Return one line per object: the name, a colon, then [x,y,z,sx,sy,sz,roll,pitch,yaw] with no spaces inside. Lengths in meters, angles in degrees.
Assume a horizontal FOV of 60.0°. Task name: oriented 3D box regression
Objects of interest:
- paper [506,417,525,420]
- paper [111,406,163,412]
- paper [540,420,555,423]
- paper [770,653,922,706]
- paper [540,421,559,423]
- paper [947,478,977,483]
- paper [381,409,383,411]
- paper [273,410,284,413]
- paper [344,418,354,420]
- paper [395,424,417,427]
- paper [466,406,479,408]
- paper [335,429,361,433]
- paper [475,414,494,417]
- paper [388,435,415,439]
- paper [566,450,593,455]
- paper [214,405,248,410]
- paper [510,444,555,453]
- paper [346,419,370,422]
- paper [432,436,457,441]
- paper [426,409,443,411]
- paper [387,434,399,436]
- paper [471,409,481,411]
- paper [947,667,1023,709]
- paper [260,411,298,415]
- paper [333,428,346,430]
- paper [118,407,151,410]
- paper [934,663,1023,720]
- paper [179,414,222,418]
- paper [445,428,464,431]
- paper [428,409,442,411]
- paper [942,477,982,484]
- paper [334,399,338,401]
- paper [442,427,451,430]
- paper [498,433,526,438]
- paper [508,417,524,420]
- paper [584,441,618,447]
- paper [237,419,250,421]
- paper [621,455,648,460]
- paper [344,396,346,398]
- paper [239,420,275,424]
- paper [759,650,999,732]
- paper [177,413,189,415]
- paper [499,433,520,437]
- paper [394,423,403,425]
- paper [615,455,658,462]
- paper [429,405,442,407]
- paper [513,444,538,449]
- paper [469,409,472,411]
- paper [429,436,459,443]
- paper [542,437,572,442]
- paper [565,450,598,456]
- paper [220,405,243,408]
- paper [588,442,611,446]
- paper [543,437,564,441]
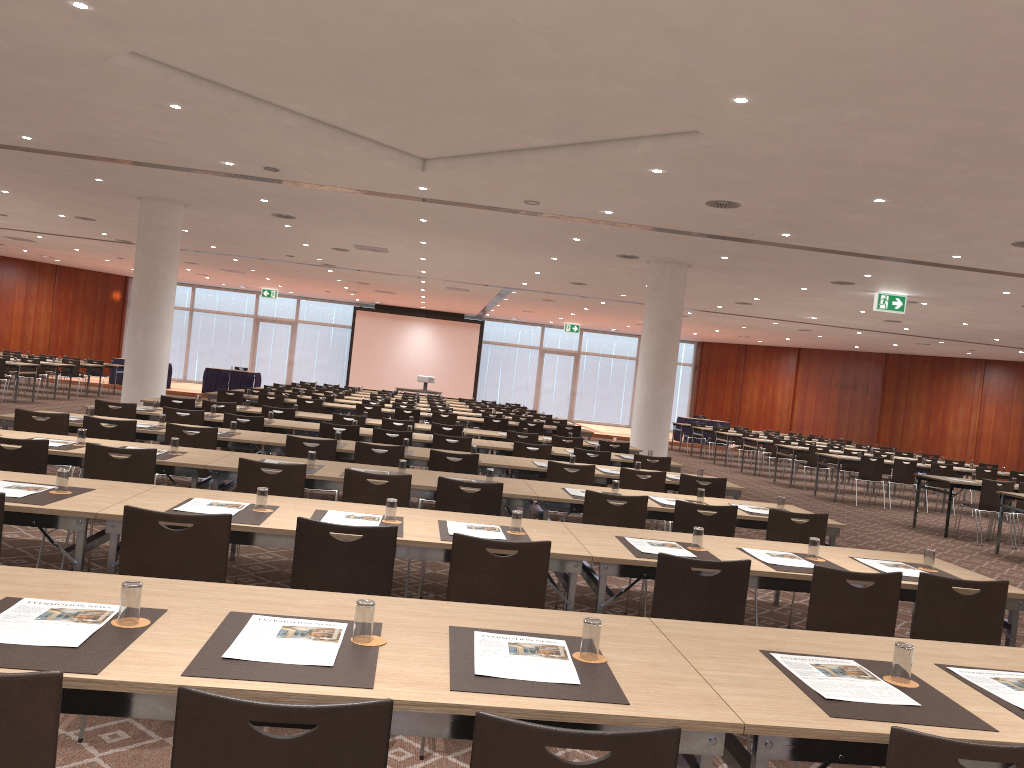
paper: [0.122,0.710,18.074,0.460,0.003,0.565,6,0,-6]
paper: [-4.273,0.283,10.105,0.460,0.003,0.565,6,0,-7]
paper: [0.724,0.770,18.206,0.283,0.006,0.398,6,0,-6]
paper: [0.990,0.885,2.672,0.283,0.006,0.398,6,0,-6]
paper: [0.774,0.780,18.127,0.460,0.003,0.565,6,0,-4]
paper: [6.719,1.440,13.277,0.283,0.006,0.398,6,0,-7]
paper: [-2.541,0.437,15.785,0.460,0.003,0.565,6,0,-5]
paper: [-3.227,0.379,12.262,0.283,0.006,0.398,6,0,-6]
paper: [-2.279,0.481,12.361,0.283,0.006,0.398,6,0,-6]
paper: [-1.565,0.561,12.388,0.460,0.003,0.565,6,0,-7]
paper: [-0.927,0.576,21.997,0.460,0.003,0.565,6,0,-9]
paper: [-1.997,0.526,10.306,0.460,0.003,0.565,6,0,-9]
paper: [-0.512,0.643,17.998,0.460,0.003,0.565,6,0,-5]
paper: [-1.369,0.593,10.369,0.460,0.003,0.565,6,0,-4]
paper: [0.812,0.821,10.673,0.283,0.006,0.398,6,0,-6]
paper: [-3.838,0.319,12.147,0.460,0.003,0.565,6,0,-7]
paper: [0.238,0.765,10.539,0.460,0.003,0.565,6,0,-7]
paper: [-2.218,0.491,12.304,0.460,0.003,0.565,6,0,-2]
paper: [-0.803,0.649,10.501,0.283,0.006,0.398,6,0,-6]
paper: [-1.499,0.537,17.914,0.460,0.003,0.565,6,0,-5]
paper: [-1.429,0.582,10.452,0.283,0.006,0.398,6,0,-2]
paper: [-0.776,0.599,20.055,0.283,0.006,0.398,6,0,-8]
paper: [1.592,0.949,2.735,0.283,0.006,0.398,6,0,-8]
paper: [-3.186,0.388,12.203,0.460,0.003,0.565,6,0,-8]
paper: [-2.065,0.515,10.382,0.283,0.006,0.398,6,0,-8]
paper: [-4.304,0.276,10.155,0.283,0.006,0.398,6,0,-4]
paper: [1.649,0.960,2.684,0.460,0.003,0.565,6,0,-3]
paper: [-3.608,0.354,10.159,0.460,0.003,0.565,6,0,-6]
paper: [-0.909,0.631,12.432,0.460,0.003,0.565,6,0,-5]
paper: [-1.552,0.527,17.959,0.283,0.006,0.398,6,0,-5]
paper: [6.793,1.452,13.244,0.460,0.003,0.565,6,0,-4]
paper: [-3.704,0.302,17.691,0.460,0.003,0.565,6,0,-4]
paper: [-0.996,0.617,12.512,0.283,0.006,0.398,6,0,-5]
paper: [0.039,0.732,12.545,0.460,0.003,0.565,6,0,-5]
paper: [0.073,0.701,18.129,0.283,0.006,0.398,6,0,-6]
paper: [1.294,0.866,12.683,0.460,0.003,0.565,6,0,-5]
paper: [-3.043,0.410,10.276,0.283,0.006,0.398,6,0,-6]
paper: [1.486,0.893,10.746,0.283,0.006,0.398,6,0,-4]
paper: [-3.914,0.268,19.681,0.460,0.003,0.565,6,0,-7]
paper: [-2.988,0.421,10.210,0.460,0.003,0.565,6,0,-9]
paper: [1.050,0.896,2.624,0.460,0.003,0.565,6,0,-3]
paper: [-3.701,0.340,10.212,0.283,0.006,0.398,6,0,-5]
paper: [-0.045,0.719,12.599,0.283,0.006,0.398,6,0,-6]
paper: [-1.636,0.549,12.442,0.283,0.006,0.398,6,0,-7]
paper: [1.503,0.900,10.656,0.460,0.003,0.565,6,0,-5]
paper: [-1.729,0.497,19.976,0.283,0.006,0.398,6,0,-3]
paper: [0.169,0.753,10.587,0.283,0.006,0.398,6,0,-5]
paper: [-0.724,0.609,20.006,0.460,0.003,0.565,6,0,-8]
paper: [-0.743,0.660,10.455,0.460,0.003,0.565,6,0,-6]
paper: [0.677,0.800,12.590,0.460,0.003,0.565,6,0,-2]
paper: [0.895,0.834,10.636,0.460,0.003,0.565,6,0,-7]
paper: [-3.861,0.312,12.191,0.283,0.006,0.398,6,0,-5]
paper: [1.254,0.857,12.714,0.283,0.006,0.398,6,0,-8]
paper: [0.595,0.787,12.676,0.283,0.006,0.398,6,0,-3]
